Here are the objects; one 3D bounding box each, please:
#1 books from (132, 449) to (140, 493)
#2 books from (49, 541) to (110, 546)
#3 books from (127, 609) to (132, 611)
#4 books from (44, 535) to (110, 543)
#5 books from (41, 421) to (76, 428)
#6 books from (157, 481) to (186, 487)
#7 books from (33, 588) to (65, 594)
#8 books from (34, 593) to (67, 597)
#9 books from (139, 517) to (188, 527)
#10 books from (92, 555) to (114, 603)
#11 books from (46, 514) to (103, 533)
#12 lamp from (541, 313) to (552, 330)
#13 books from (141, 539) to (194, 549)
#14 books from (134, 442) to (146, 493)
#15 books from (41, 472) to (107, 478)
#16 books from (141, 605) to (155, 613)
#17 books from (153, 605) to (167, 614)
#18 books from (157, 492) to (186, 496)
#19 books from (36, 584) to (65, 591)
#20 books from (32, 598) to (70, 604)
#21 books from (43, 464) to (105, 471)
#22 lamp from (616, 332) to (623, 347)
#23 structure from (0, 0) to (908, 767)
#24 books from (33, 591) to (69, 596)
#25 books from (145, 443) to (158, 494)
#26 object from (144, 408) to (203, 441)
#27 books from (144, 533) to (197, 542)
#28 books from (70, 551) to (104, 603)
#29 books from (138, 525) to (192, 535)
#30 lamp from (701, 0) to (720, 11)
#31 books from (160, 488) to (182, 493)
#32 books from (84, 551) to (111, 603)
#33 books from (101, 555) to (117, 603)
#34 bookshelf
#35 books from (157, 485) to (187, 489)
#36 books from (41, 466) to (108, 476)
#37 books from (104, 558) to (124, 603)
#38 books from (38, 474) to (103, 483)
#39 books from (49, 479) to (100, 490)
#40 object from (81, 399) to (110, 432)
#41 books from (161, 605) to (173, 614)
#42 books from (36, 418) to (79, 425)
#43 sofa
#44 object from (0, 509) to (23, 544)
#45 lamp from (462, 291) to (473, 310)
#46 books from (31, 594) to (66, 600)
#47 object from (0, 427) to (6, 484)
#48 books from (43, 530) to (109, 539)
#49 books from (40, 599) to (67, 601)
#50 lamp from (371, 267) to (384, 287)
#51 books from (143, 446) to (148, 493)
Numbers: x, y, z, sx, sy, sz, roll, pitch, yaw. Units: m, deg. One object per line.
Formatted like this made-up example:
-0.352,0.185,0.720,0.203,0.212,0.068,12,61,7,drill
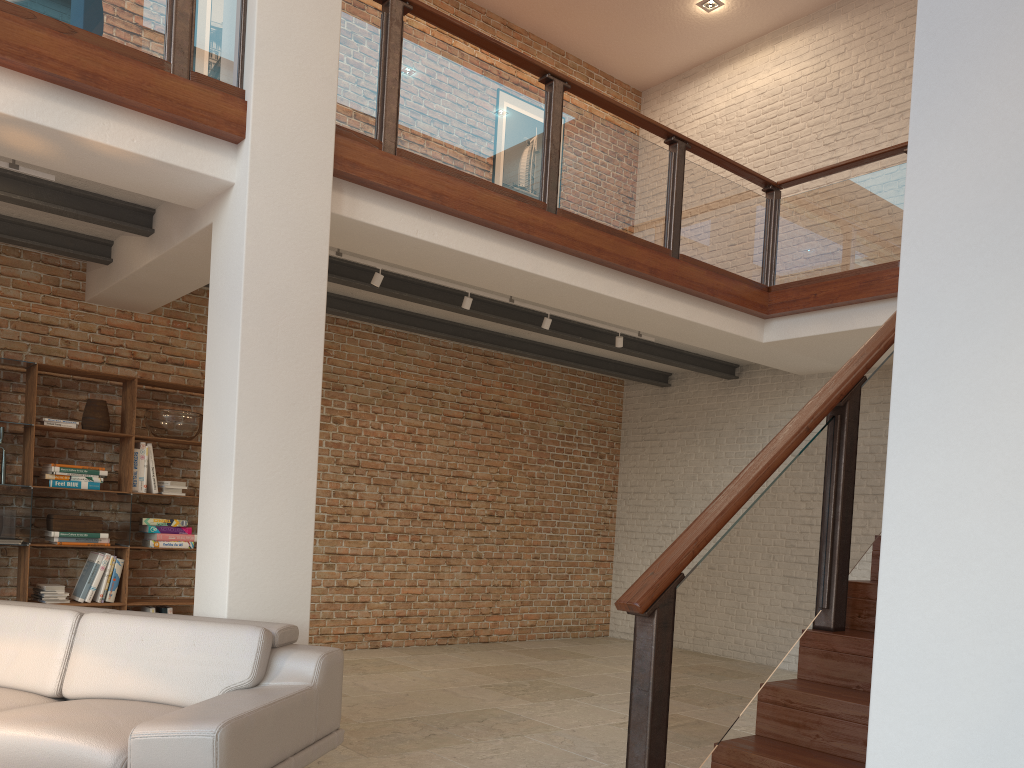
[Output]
-2.887,0.657,6.598,0.056,0.327,0.254,2,-1,-39,books
-3.182,1.171,6.409,0.359,0.020,0.272,11,-12,-40,books
-2.929,1.905,6.675,0.051,0.357,0.271,2,-1,-39,books
-3.199,1.141,6.410,0.384,0.036,0.244,12,-12,-43,books
-3.239,0.296,6.221,0.208,0.033,0.133,11,-11,-39,books
-2.652,0.777,6.792,0.206,0.033,0.134,-4,-11,40,books
-3.349,1.495,6.303,0.164,0.017,0.253,11,-12,-38,books
-3.343,1.529,6.315,0.158,0.008,0.243,12,-13,-43,books
-2.716,1.077,6.790,0.329,0.055,0.256,8,-10,-29,books
-3.070,1.448,6.517,0.098,0.352,0.271,3,-2,-39,books
-3.196,1.021,6.372,0.339,0.117,0.213,10,-9,-39,books
0.261,-0.465,6.558,0.061,0.128,0.086,4,-2,-37,lamp
-2.691,1.249,6.809,0.330,0.055,0.255,10,-11,-36,books
-2.849,0.636,6.626,0.037,0.381,0.243,2,-1,-39,books
-3.192,0.663,6.349,0.244,0.018,0.384,-5,-12,43,books
-2.812,1.911,6.753,0.069,0.382,0.243,2,-1,-39,books
-2.744,1.925,6.815,0.069,0.382,0.243,2,-1,-39,books
-2.660,0.858,6.810,0.172,0.018,0.237,9,-11,-31,books
-3.341,1.472,6.314,0.134,0.033,0.206,11,-12,-43,books
-3.345,1.569,6.325,0.236,0.018,0.173,-4,-12,38,books
-3.196,0.608,6.357,0.359,0.020,0.272,11,-12,-40,books
0.868,-0.350,7.050,0.059,0.128,0.088,3,-2,11,lamp
1.752,-0.438,1.713,10.257,4.100,13.886,10,-10,-39,structure
-3.342,1.517,6.324,0.236,0.018,0.173,-5,-13,43,books
-2.798,0.651,6.698,0.102,0.381,0.243,3,-1,-39,books
-2.626,0.328,6.772,0.438,0.217,0.441,3,-7,2,object
-2.668,1.197,6.824,0.330,0.055,0.255,12,-12,-44,books
-3.151,1.427,6.467,0.164,0.370,0.243,4,-2,-39,books
-2.707,1.136,6.802,0.330,0.055,0.255,11,-11,-39,books
1.918,-3.680,8.422,0.125,0.054,0.124,9,-10,-39,lamp
-2.655,0.830,6.793,0.133,0.033,0.207,8,-10,-29,books
-3.104,1.431,6.475,0.162,0.370,0.243,4,-2,-39,books
-3.060,1.454,6.537,0.098,0.352,0.271,3,-2,-39,books
-3.594,0.933,6.030,3.063,2.182,0.364,8,-2,-39,bookshelf
-2.650,0.805,6.801,0.172,0.018,0.237,10,-11,-36,books
-3.184,0.635,6.343,0.244,0.036,0.384,-5,-13,44,books
-3.017,1.467,6.554,0.117,0.331,0.254,3,-2,-39,books
-3.212,0.689,6.348,0.383,0.036,0.245,11,-12,-39,books
-3.193,0.737,6.356,0.329,0.055,0.256,8,-10,-29,books
-3.040,0.234,6.374,0.193,0.231,0.195,3,-3,8,object
-2.710,1.930,6.830,0.069,0.382,0.243,2,-1,-39,books
-3.246,0.270,6.222,0.171,0.018,0.239,-5,-12,43,books
-2.006,1.362,3.707,2.326,0.751,1.158,2,-6,11,sofa
-3.586,0.979,6.018,0.339,0.231,0.284,8,-7,-39,object
-0.313,-0.575,6.085,0.061,0.128,0.086,4,-2,-37,lamp
-3.352,1.539,6.304,0.164,0.017,0.252,12,-13,-43,books
-3.544,0.489,5.992,0.122,0.396,0.062,3,1,-36,object
-3.187,1.100,6.374,0.384,0.036,0.245,11,-12,-40,books
-3.345,1.554,6.315,0.158,0.008,0.243,12,-13,-43,books
-0.868,-0.682,5.623,0.086,0.128,0.060,3,-1,21,lamp
-2.834,0.655,6.652,0.021,0.357,0.271,2,-1,-39,books
